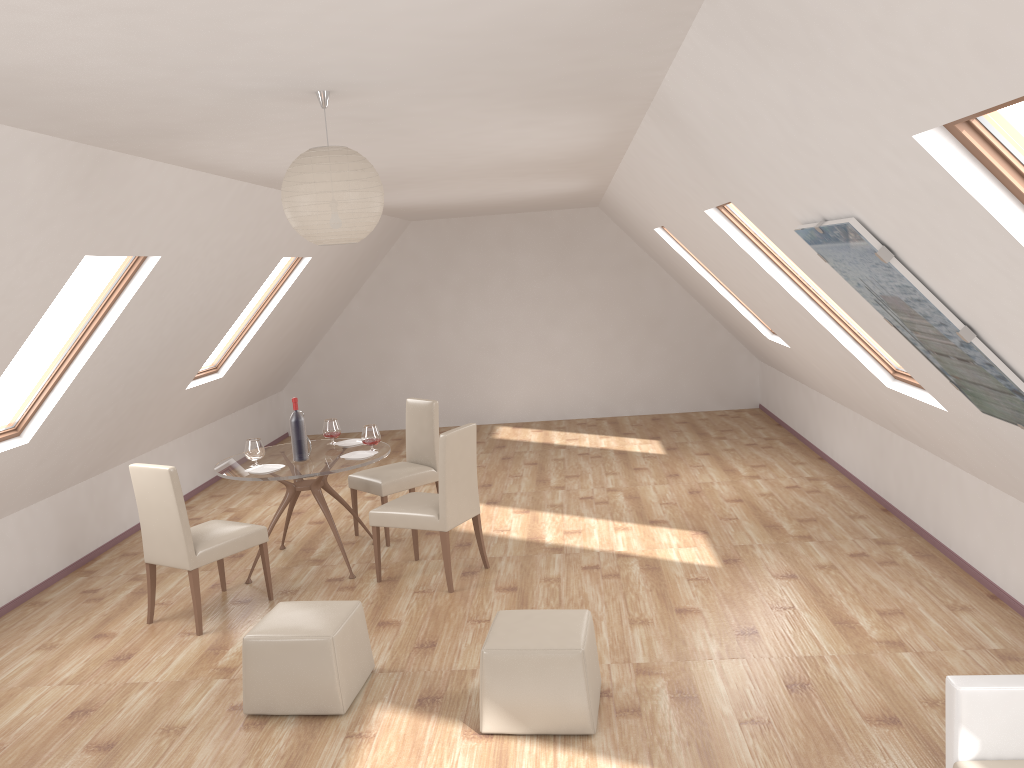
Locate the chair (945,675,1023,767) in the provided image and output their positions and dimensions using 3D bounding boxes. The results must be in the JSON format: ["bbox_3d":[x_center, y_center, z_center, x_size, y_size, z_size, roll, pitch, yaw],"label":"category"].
[{"bbox_3d":[1.706,1.215,2.375,0.820,0.706,0.748,-3,8,7],"label":"chair"}]

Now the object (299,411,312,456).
[{"bbox_3d":[-1.462,0.345,6.174,0.086,0.322,0.096,-9,9,-32],"label":"object"}]

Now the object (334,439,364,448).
[{"bbox_3d":[-1.171,0.435,6.477,0.228,0.020,0.228,-11,10,-40],"label":"object"}]

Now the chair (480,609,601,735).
[{"bbox_3d":[0.128,1.267,3.981,0.506,0.394,0.506,-3,8,9],"label":"chair"}]

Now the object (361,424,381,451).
[{"bbox_3d":[-0.983,0.379,6.187,0.136,0.183,0.136,-7,8,-17],"label":"object"}]

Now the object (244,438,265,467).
[{"bbox_3d":[-1.734,0.462,5.980,0.136,0.183,0.136,0,9,31],"label":"object"}]

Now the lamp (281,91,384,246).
[{"bbox_3d":[-0.606,-0.717,2.960,0.340,0.497,0.340,3,11,43],"label":"lamp"}]

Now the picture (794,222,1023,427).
[{"bbox_3d":[1.396,-0.188,3.011,0.683,0.738,0.650,-4,8,4],"label":"picture"}]

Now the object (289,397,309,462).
[{"bbox_3d":[-1.452,0.308,6.016,0.109,0.435,0.109,-4,8,0],"label":"object"}]

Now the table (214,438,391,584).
[{"bbox_3d":[-1.424,0.885,6.246,1.198,0.770,1.198,-1,9,25],"label":"table"}]

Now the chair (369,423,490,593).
[{"bbox_3d":[-0.549,0.769,5.786,0.618,0.999,0.477,0,9,29],"label":"chair"}]

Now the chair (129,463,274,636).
[{"bbox_3d":[-1.897,0.918,5.423,0.477,0.999,0.618,1,9,31],"label":"chair"}]

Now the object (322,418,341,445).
[{"bbox_3d":[-1.334,0.353,6.566,0.136,0.183,0.136,-7,8,-17],"label":"object"}]

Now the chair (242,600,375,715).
[{"bbox_3d":[-0.991,1.305,4.305,0.506,0.394,0.506,-3,8,8],"label":"chair"}]

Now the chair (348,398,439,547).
[{"bbox_3d":[-0.879,0.652,6.826,0.618,0.999,0.477,-11,10,-41],"label":"chair"}]

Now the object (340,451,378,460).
[{"bbox_3d":[-1.034,0.488,6.015,0.228,0.020,0.228,0,9,26],"label":"object"}]

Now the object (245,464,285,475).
[{"bbox_3d":[-1.612,0.561,5.794,0.228,0.020,0.228,0,9,30],"label":"object"}]
